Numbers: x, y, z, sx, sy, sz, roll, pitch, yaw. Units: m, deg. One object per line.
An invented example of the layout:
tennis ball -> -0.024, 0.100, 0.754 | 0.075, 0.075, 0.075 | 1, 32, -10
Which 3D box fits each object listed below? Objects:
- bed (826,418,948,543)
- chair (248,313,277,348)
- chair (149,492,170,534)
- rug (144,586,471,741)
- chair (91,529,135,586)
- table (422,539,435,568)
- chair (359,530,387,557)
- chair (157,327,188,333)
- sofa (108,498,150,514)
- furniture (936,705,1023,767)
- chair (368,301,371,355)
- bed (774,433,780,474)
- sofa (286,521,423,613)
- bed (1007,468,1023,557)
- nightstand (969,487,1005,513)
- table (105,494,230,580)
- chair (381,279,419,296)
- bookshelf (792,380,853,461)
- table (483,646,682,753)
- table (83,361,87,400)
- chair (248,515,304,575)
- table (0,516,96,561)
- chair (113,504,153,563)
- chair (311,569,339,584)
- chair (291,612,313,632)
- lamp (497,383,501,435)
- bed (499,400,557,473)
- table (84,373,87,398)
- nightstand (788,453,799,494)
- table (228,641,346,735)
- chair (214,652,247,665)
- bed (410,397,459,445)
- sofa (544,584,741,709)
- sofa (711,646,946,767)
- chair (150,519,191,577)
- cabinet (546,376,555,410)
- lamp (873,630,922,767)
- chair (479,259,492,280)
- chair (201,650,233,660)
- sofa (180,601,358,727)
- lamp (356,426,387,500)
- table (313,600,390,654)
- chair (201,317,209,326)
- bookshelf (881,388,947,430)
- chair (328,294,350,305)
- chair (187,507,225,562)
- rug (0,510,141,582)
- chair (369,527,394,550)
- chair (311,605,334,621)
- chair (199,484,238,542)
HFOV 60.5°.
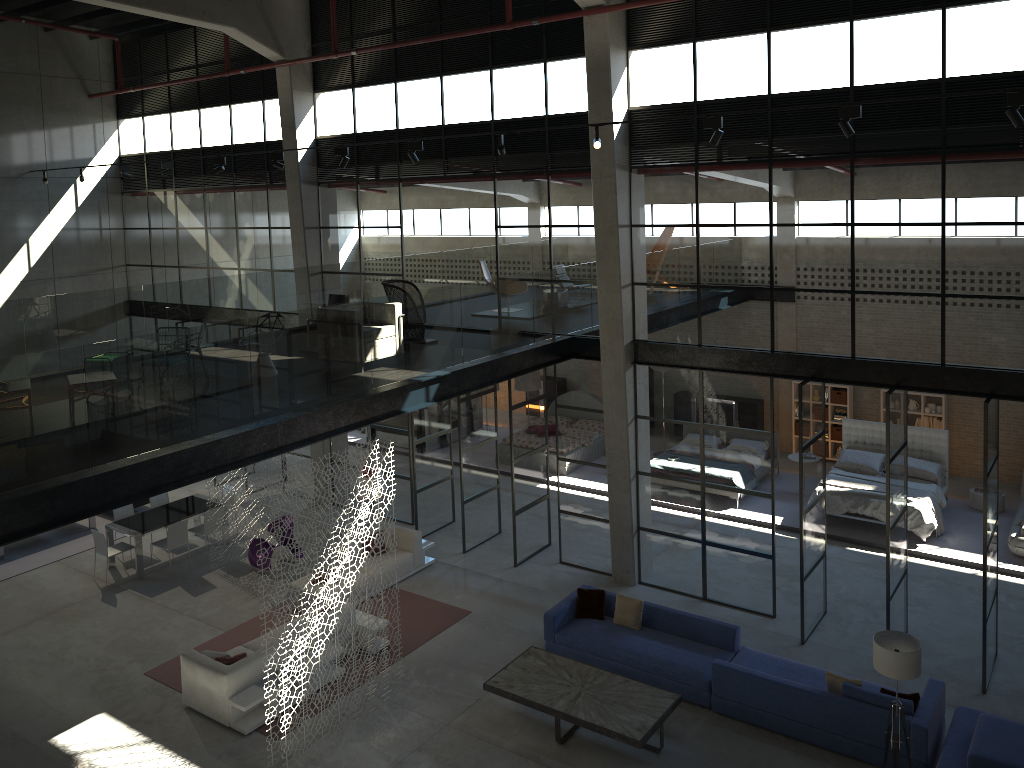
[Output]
bed -> 6.693, 1.690, 15.970 | 2.226, 1.400, 2.350 | 5, 12, 34
chair -> -3.341, -0.513, 11.705 | 0.565, 0.792, 0.615 | -2, 7, 3
chair -> -6.282, 2.457, 16.016 | 0.547, 0.861, 0.425 | 3, 7, 35
rug -> -2.720, 3.594, 12.254 | 2.657, 0.020, 3.683 | 7, 15, 35
chair -> -6.609, 2.781, 14.570 | 0.421, 0.860, 0.552 | 2, 8, 35
table -> -1.742, 2.817, 14.832 | 0.904, 0.365, 0.304 | 6, 11, 35
chair -> -2.249, 2.606, 14.266 | 0.412, 0.331, 0.259 | -5, 8, -21
chair -> -4.214, -0.262, 10.663 | 0.485, 0.798, 0.506 | -1, 7, 10
sofa -> -7.882, 2.195, 17.720 | 0.954, 0.750, 0.832 | 5, 11, 35
furniture -> 4.844, 3.786, 8.785 | 0.953, 0.547, 1.560 | 5, 13, 35
chair -> -2.104, -0.676, 12.197 | 0.807, 0.822, 0.996 | 4, 11, 35
bed -> 4.077, 1.589, 18.046 | 2.265, 0.858, 2.431 | 6, 14, 35
sofa -> -2.443, 2.899, 13.863 | 0.945, 0.660, 2.178 | 5, 13, 35
bed -> 9.489, 2.179, 14.380 | 2.250, 0.913, 2.593 | 6, 14, 35
nightstand -> 8.745, 2.135, 16.149 | 0.581, 0.295, 0.487 | 5, 12, 32
table -> -6.016, 2.636, 15.404 | 0.904, 0.747, 1.828 | 4, 13, 35
chair -> -1.719, -1.159, 14.006 | 0.687, 0.975, 0.841 | -1, 8, 6
bookshelf -> 6.901, 0.829, 19.514 | 1.244, 1.737, 0.333 | 3, 6, 36
table -> 0.801, 3.730, 10.170 | 2.072, 0.394, 1.042 | 7, 14, 35
table -> -4.922, -0.103, 10.712 | 0.392, 0.510, 0.419 | -1, 7, 11
chair -> -4.000, 2.695, 14.855 | 0.658, 0.739, 0.808 | 4, 10, 35
table -> -8.865, 2.701, 16.343 | 0.904, 0.402, 1.829 | 6, 14, 35
chair -> -6.686, 2.593, 15.448 | 0.547, 0.861, 0.425 | 3, 7, 35
chair -> -2.830, 2.904, 13.320 | 0.415, 0.106, 0.414 | -4, 12, -8
chair -> -2.800, 3.217, 11.535 | 0.269, 0.314, 0.399 | 1, 10, 22
lamp -> -0.582, 0.406, 21.777 | 0.803, 1.902, 0.690 | -3, 5, -13
bed -> 1.035, 1.013, 20.207 | 2.038, 1.263, 2.374 | 5, 13, 35
table -> -4.752, 0.117, 9.944 | 0.474, 0.390, 0.639 | -7, 11, -29
nightstand -> 5.750, 1.788, 17.278 | 0.601, 0.691, 0.612 | -1, 8, 7
table -> -2.730, 3.725, 10.795 | 0.301, 0.364, 1.592 | 3, 13, 35
chair -> -3.402, 3.422, 10.715 | 0.403, 0.332, 0.286 | -3, 8, -9
bed -> -2.254, 0.304, 22.125 | 2.256, 2.054, 2.345 | 4, 11, 35
sofa -> 1.668, 3.337, 11.380 | 2.345, 0.597, 1.069 | 7, 13, 35
sofa -> 3.572, 3.514, 10.007 | 2.345, 0.713, 1.069 | 6, 13, 35
chair -> -5.753, 2.707, 14.785 | 0.547, 0.861, 0.425 | 3, 7, 35
cabinet -> 0.925, 0.405, 23.729 | 1.044, 1.147, 0.455 | 4, 7, 35
lamp -> 3.657, 3.350, 8.382 | 0.430, 1.724, 0.676 | 1, 6, 33
chair -> -0.103, -1.968, 17.401 | 0.980, 1.016, 0.800 | -6, 8, -26
chair -> -3.610, 3.400, 10.891 | 0.390, 0.268, 0.324 | 0, 9, 11
sofa -> -3.078, 3.470, 11.321 | 0.951, 0.661, 2.169 | 5, 13, 35
lamp -> -2.067, 1.069, 12.764 | 0.441, 1.088, 0.444 | 3, 7, 44
table -> -2.249, 3.394, 12.247 | 1.206, 0.365, 0.304 | 6, 11, 35
chair -> -4.268, -0.438, 11.453 | 0.649, 0.810, 0.586 | -4, 7, -19
bookshelf -> 8.439, 1.012, 18.430 | 1.244, 1.737, 0.333 | 3, 6, 36
chair -> -2.813, -0.963, 13.647 | 0.521, 0.815, 0.564 | 3, 8, 35
chair -> -5.348, 2.570, 15.353 | 0.547, 0.861, 0.425 | 3, 7, 35
rug -> -8.654, 2.885, 16.412 | 2.419, 0.025, 3.441 | 7, 15, 35
chair -> -2.150, 2.564, 14.444 | 0.382, 0.333, 0.257 | -5, 8, -21
chair -> -2.596, 3.162, 11.759 | 0.269, 0.318, 0.401 | 4, 11, 37
chair -> -5.426, 2.383, 16.231 | 0.421, 0.860, 0.552 | 2, 8, 35
